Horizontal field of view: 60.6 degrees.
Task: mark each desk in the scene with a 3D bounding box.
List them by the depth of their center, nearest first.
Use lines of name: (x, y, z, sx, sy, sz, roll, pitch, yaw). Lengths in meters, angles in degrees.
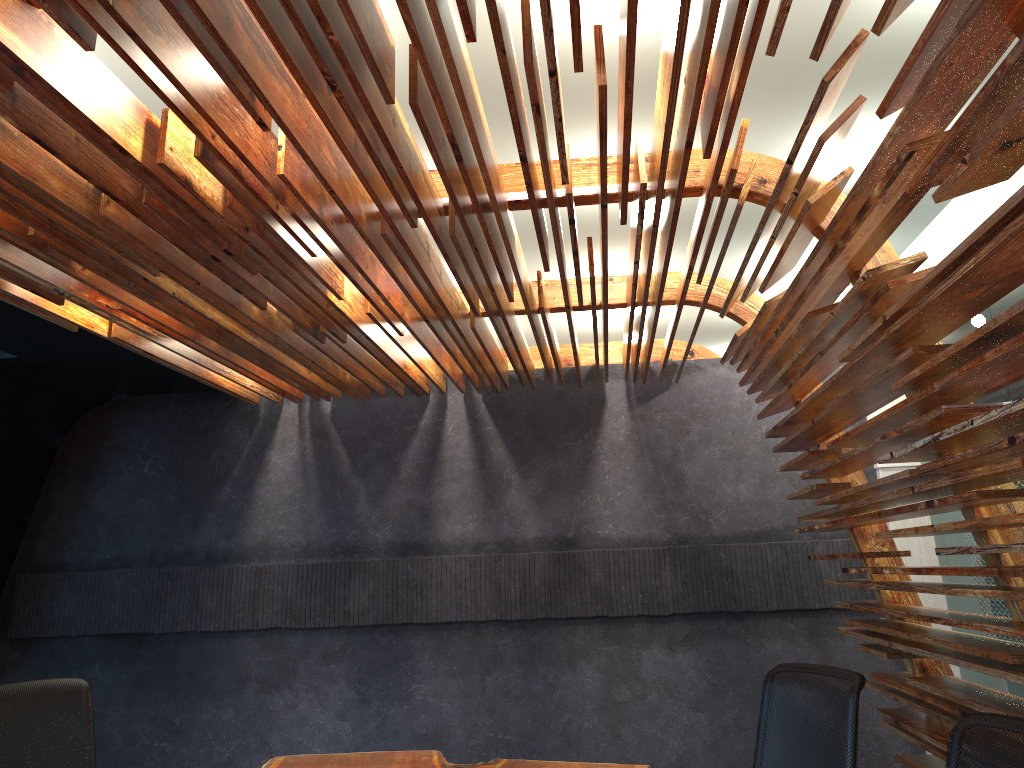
desk: (-0.489, 1.502, 0.964, 2.034, 0.847, 6.431, -4, -12, 5)

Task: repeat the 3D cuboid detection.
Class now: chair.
chair: (0.895, 1.423, 1.861, 0.796, 1.284, 0.783, -1, -17, -4)
chair: (0.857, 1.684, 3.069, 0.794, 1.284, 0.785, 4, -18, -18)
chair: (-1.942, 1.919, 3.628, 0.780, 1.284, 0.800, -16, -22, 38)

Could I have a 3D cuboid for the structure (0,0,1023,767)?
structure: (-0.406, 0.181, 0.905, 4.524, 3.101, 11.078, -4, -13, 5)
